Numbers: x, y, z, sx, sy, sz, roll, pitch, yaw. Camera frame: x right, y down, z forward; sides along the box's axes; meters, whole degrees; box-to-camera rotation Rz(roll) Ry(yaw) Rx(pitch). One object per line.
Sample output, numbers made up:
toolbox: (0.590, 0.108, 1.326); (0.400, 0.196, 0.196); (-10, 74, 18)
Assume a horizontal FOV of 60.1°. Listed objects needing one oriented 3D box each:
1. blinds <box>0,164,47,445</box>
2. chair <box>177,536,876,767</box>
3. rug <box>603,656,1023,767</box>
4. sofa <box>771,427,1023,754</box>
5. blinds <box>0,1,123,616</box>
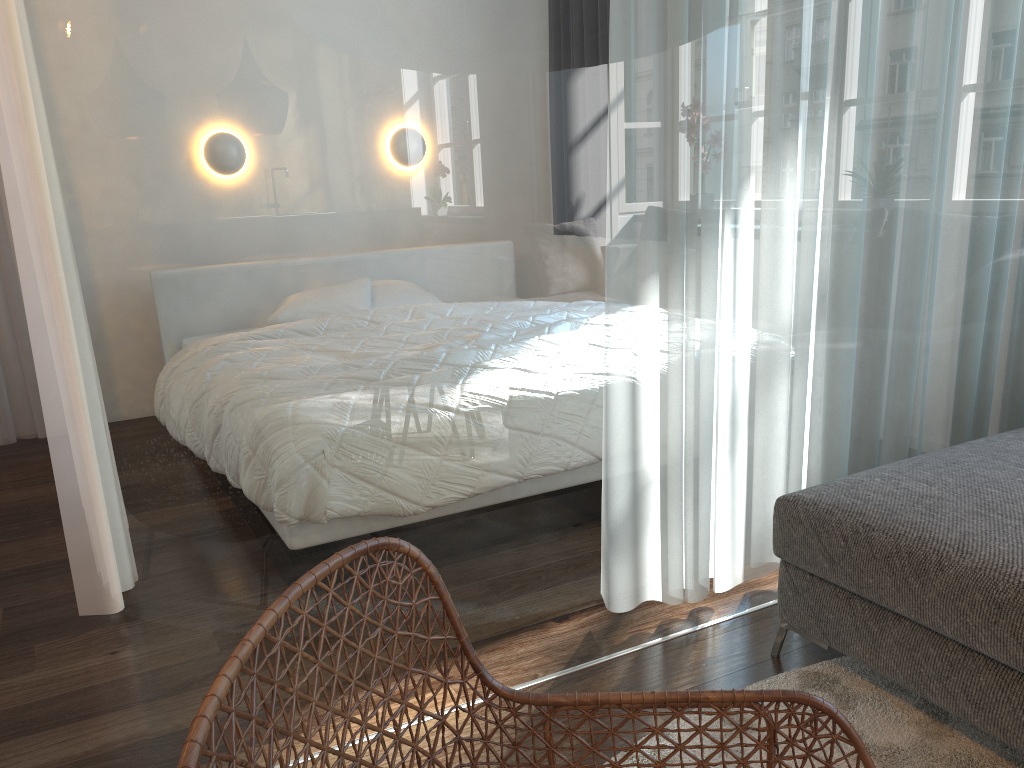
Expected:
blinds: (-2.860, -0.987, 3.406); (1.799, 2.791, 0.150); (-10, 18, -23)
chair: (0.116, 0.560, 0.852); (0.685, 0.724, 0.704); (-2, 15, 6)
rug: (1.174, 0.911, 0.723); (2.817, 0.012, 2.803); (9, 18, 42)
sofa: (2.167, 0.427, 1.090); (2.028, 0.685, 3.026); (-10, 15, -26)
blinds: (-1.508, -0.889, 2.704); (0.153, 2.790, 1.781); (-11, 18, -24)
